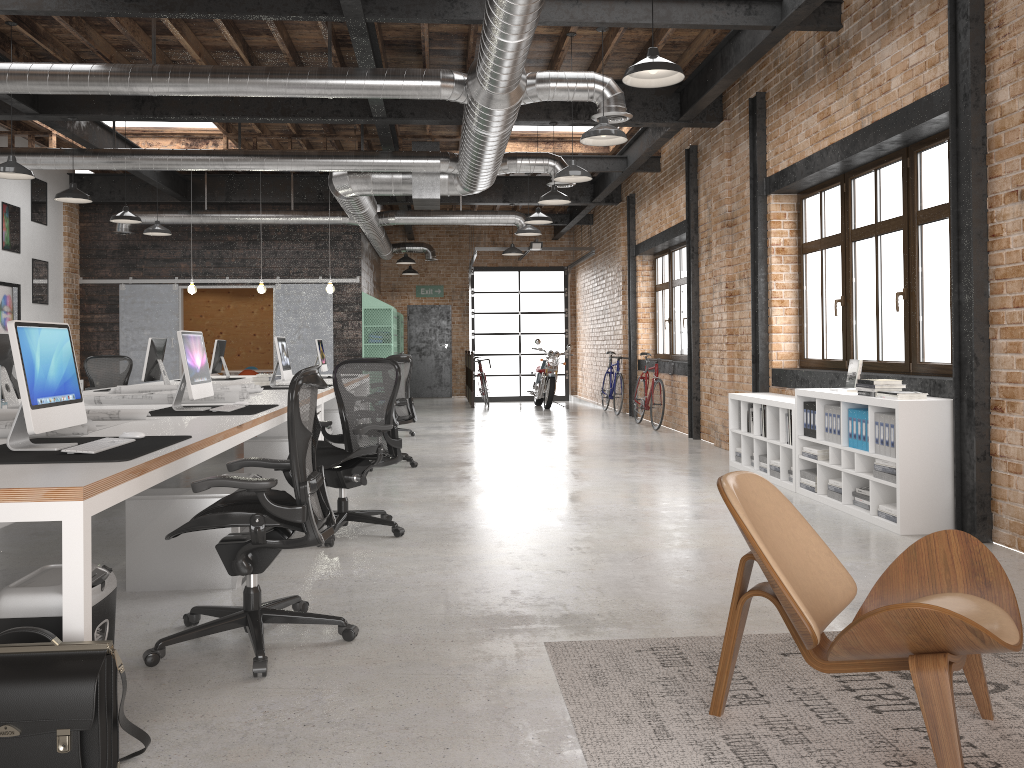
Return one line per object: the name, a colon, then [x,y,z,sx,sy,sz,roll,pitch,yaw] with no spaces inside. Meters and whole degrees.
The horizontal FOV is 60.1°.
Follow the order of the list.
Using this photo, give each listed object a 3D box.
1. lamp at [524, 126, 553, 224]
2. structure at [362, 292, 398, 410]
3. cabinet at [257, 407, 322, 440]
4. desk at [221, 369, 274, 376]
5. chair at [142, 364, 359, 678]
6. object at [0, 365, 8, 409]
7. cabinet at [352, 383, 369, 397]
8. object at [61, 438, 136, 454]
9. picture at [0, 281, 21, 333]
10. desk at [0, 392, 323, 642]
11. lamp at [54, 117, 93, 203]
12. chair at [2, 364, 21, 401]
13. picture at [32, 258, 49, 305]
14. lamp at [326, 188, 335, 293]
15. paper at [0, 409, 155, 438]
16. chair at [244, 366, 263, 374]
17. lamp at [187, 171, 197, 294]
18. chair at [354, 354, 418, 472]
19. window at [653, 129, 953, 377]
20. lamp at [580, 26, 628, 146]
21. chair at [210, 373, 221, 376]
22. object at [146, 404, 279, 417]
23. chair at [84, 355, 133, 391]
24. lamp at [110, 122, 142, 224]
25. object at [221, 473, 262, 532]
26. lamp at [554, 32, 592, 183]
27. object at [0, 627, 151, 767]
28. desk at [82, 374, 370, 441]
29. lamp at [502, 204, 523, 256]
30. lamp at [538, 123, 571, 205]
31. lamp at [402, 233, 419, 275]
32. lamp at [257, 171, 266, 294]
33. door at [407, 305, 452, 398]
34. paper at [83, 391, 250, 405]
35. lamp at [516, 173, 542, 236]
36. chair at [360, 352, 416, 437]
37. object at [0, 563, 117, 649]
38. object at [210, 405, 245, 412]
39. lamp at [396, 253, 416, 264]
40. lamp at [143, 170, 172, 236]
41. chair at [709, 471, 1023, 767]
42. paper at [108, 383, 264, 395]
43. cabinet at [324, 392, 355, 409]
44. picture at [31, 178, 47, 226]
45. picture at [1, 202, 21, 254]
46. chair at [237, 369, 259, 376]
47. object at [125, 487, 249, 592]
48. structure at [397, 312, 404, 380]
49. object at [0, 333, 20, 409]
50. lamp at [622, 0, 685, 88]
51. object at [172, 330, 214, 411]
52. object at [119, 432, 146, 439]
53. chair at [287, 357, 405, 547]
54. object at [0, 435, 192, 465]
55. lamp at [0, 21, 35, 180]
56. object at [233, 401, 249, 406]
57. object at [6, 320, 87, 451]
lamp: [0.325,-2.713,11.144,0.362,1.363,0.362,-1,0,3]
structure: [-2.305,-0.547,15.590,0.556,2.101,1.118,-1,0,-5]
cabinet: [-1.821,0.532,7.272,0.460,0.648,0.387,-1,0,-5]
desk: [-4.864,0.099,17.072,1.999,0.731,0.998,-1,1,-4]
chair: [-1.008,0.470,3.439,0.792,1.086,0.770,-1,1,-21]
object: [-2.986,0.043,4.925,0.280,0.312,0.150,-1,0,-5]
cabinet: [-2.242,0.317,12.361,0.460,0.648,0.387,-1,0,-5]
object: [-1.575,0.234,3.391,0.118,0.017,0.439,-1,2,-5]
picture: [-6.987,-0.982,12.264,0.054,0.842,0.677,-1,1,-5]
desk: [-2.555,0.579,4.917,2.312,0.769,5.113,-1,2,-5]
lamp: [-4.551,-2.328,9.182,0.362,0.856,0.362,-1,0,3]
chair: [-4.512,0.289,8.448,0.770,1.086,0.792,-1,1,-36]
picture: [-7.097,-1.535,13.324,0.018,0.662,0.533,-1,1,-5]
lamp: [-2.495,-2.078,12.123,0.123,1.679,0.123,-1,0,-7]
paper: [-2.368,0.180,4.326,0.975,0.105,1.076,-1,2,-7]
chair: [-5.357,0.038,18.046,0.618,0.778,0.581,-1,1,-10]
lamp: [-4.329,-2.054,11.971,0.123,1.679,0.123,-1,0,-7]
chair: [-1.290,0.253,8.564,0.792,1.086,0.770,-1,1,4]
window: [2.593,-1.037,9.704,0.147,1.690,8.640,-1,2,-5]
lamp: [0.693,-2.274,6.733,0.362,0.856,0.362,-1,0,13]
chair: [-5.442,0.125,16.054,0.618,0.778,0.581,-1,1,-10]
object: [-1.855,0.162,5.452,0.687,0.008,0.849,-1,2,-4]
chair: [-5.007,0.176,11.201,0.792,1.086,0.771,0,1,34]
lamp: [-4.681,-2.647,10.729,0.362,1.363,0.362,-1,0,3]
object: [-1.464,0.729,4.729,0.250,0.466,0.338,-1,1,-5]
lamp: [0.562,-2.592,8.280,0.362,1.363,0.362,0,0,-32]
object: [-1.278,0.852,2.349,0.548,0.430,0.268,-1,0,-7]
desk: [-2.977,0.364,10.018,2.312,0.769,5.113,-1,2,-5]
lamp: [0.007,-2.623,15.020,0.362,0.856,0.362,-1,0,-27]
lamp: [0.456,-2.395,9.596,0.362,0.856,0.362,-1,0,18]
lamp: [-2.173,-3.009,18.876,0.362,1.339,0.362,0,0,-27]
lamp: [-3.412,-2.066,12.047,0.123,1.679,0.123,-1,0,-7]
door: [-1.868,-0.746,20.125,0.998,2.100,0.218,-1,0,-5]
paper: [-2.415,0.100,6.155,1.134,0.082,0.083,-1,1,-10]
lamp: [0.229,-2.510,12.343,0.362,0.856,0.362,-1,0,13]
chair: [-1.640,0.137,11.328,0.792,1.086,0.770,-1,1,-26]
object: [-1.376,0.815,2.706,0.250,0.466,0.338,-1,1,-5]
object: [-1.745,0.148,5.442,0.118,0.017,0.439,-1,2,-5]
lamp: [-1.970,-2.905,16.415,0.362,1.339,0.362,0,0,-27]
lamp: [-4.778,-2.444,11.929,0.362,0.856,0.362,-1,0,13]
chair: [1.092,0.655,2.537,0.856,0.752,0.867,-1,1,-28]
paper: [-2.777,0.047,7.521,0.976,0.105,1.075,-3,3,-40]
cabinet: [-2.065,0.407,10.225,0.460,0.648,0.387,-1,0,-5]
picture: [-7.106,-2.744,13.310,0.018,0.662,0.533,-1,1,-5]
picture: [-7.029,-2.187,12.429,0.018,0.662,0.533,-1,1,-5]
chair: [-4.738,0.116,16.112,0.618,0.778,0.581,-1,1,-10]
object: [-1.576,0.753,4.341,0.541,0.455,0.221,-1,0,-5]
structure: [-2.558,-0.676,18.651,0.556,2.101,1.118,-1,0,-5]
object: [-3.155,-0.070,5.424,0.189,0.485,0.484,-1,1,-5]
lamp: [0.819,-2.462,5.179,0.362,1.363,0.362,-1,0,13]
object: [-1.971,-0.083,5.452,0.189,0.485,0.484,-1,1,-5]
object: [-1.595,0.214,3.719,0.106,0.028,0.059,-1,2,-4]
chair: [-1.022,0.382,5.498,0.770,1.086,0.793,0,1,19]
object: [-1.685,0.248,3.394,0.687,0.008,0.849,-1,2,-5]
lamp: [-4.444,-2.526,7.866,0.362,1.363,0.362,-1,0,-12]
object: [-1.765,0.128,5.770,0.106,0.028,0.059,-1,2,-6]
object: [-1.801,0.003,3.400,0.189,0.485,0.484,-1,1,-5]
